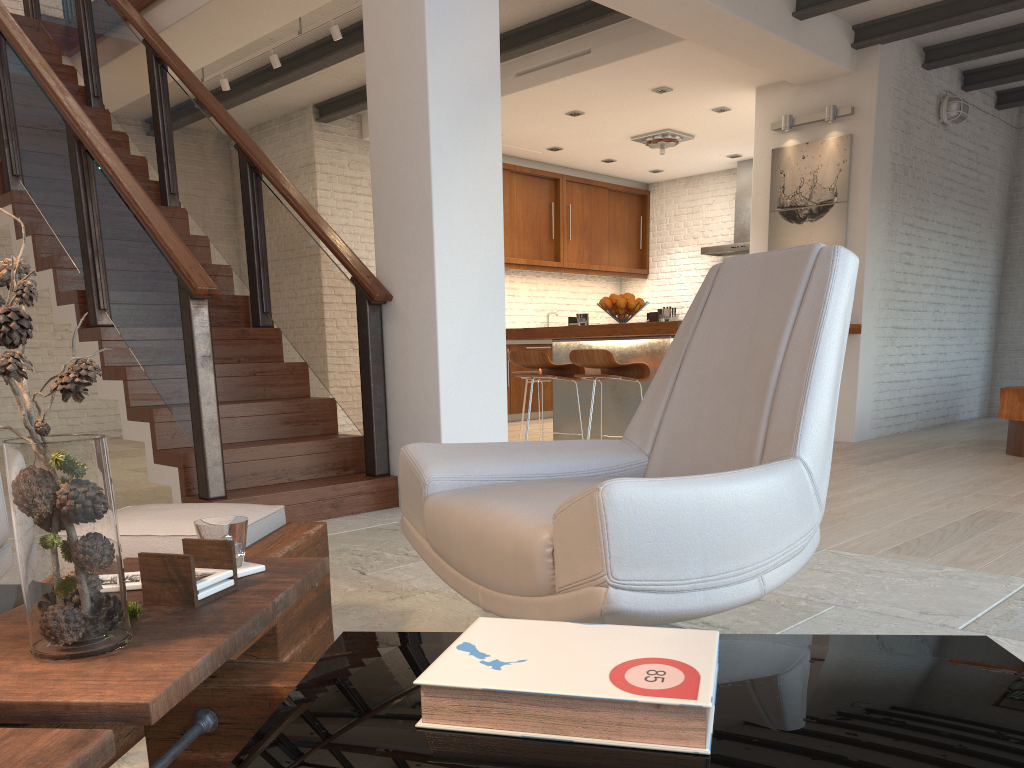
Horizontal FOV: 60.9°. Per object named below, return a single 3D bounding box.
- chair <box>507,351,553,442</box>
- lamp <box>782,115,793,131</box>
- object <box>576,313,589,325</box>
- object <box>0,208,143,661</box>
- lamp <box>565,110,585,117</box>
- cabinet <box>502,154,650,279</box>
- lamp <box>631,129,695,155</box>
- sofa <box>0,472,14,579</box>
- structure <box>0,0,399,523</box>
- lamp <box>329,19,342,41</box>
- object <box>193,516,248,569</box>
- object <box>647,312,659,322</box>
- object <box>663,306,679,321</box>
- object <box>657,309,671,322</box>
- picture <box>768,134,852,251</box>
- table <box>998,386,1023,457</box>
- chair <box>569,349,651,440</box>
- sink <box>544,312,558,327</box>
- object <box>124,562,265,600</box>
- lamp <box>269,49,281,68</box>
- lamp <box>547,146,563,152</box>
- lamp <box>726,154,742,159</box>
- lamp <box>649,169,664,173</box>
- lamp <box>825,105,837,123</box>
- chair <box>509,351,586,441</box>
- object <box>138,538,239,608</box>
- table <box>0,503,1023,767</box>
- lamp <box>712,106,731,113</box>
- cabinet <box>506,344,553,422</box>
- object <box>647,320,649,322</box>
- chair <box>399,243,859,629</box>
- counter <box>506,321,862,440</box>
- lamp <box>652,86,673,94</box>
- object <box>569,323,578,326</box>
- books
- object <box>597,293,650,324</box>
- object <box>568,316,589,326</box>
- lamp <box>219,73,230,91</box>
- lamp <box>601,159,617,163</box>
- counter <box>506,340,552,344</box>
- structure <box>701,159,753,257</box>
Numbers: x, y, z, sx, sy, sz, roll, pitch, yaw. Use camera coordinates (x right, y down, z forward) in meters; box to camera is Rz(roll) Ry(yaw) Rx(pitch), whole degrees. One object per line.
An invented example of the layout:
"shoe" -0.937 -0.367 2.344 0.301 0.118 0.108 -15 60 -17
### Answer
"chair" 0.197 0.136 6.735 0.417 0.797 0.397 9 14 44
"lamp" 2.164 -2.052 6.857 0.079 0.107 0.078 -4 9 -17
"object" 0.497 -0.452 6.149 0.090 0.087 0.089 5 9 42
"object" -0.697 0.045 1.149 0.541 0.624 0.307 1 10 15
"lamp" 0.556 -2.406 7.695 0.122 0.056 0.122 3 5 45
"cabinet" 0.427 -1.887 10.153 3.297 1.196 0.455 -4 10 -44
"lamp" 1.491 -2.360 8.636 0.446 0.175 0.444 2 5 45
"sofa" -2.033 0.383 1.333 1.144 0.774 2.275 -1 3 5
"structure" -0.498 -1.503 4.717 10.053 4.251 13.667 2 5 45
"lamp" -1.131 -2.264 5.598 0.085 0.132 0.060 -10 13 -42
"object" -0.506 0.280 1.526 0.091 0.087 0.089 -1 7 4
"object" 0.956 -0.437 5.827 0.094 0.084 0.111 -1 6 0
"object" 1.989 -0.792 11.075 0.318 0.386 0.065 6 14 43
"object" 0.992 -0.445 5.686 0.090 0.087 0.089 -5 8 -30
"picture" 2.343 -1.381 6.917 0.646 1.044 0.020 8 15 43
"table" 4.095 0.237 6.265 1.810 0.458 1.063 -3 4 -39
"chair" 0.599 0.168 5.607 0.399 0.797 0.415 9 14 44
"sink" 0.778 -0.655 10.620 0.846 0.440 0.511 -5 7 -45
"object" -0.575 0.320 1.488 0.271 0.036 0.243 -1 2 17
"lamp" -1.661 -2.272 6.111 0.085 0.132 0.060 -10 13 -42
"lamp" 0.445 -2.452 9.026 0.122 0.056 0.122 3 5 45
"lamp" 2.435 -2.512 9.544 0.122 0.056 0.122 3 5 45
"lamp" 1.697 -2.522 10.258 0.122 0.056 0.122 3 5 45
"lamp" 2.417 -2.049 6.612 0.079 0.107 0.078 -4 9 -17
"chair" 0.216 0.162 5.978 0.399 0.797 0.415 9 14 44
"object" -0.512 0.299 1.387 0.094 0.084 0.112 1 6 17
"table" -0.310 0.522 1.097 1.970 0.440 2.154 -1 2 6
"lamp" 1.844 -2.432 7.671 0.122 0.056 0.122 3 5 45
"cabinet" 1.595 -1.048 9.723 4.781 2.915 2.204 0 8 9
"object" 1.019 -0.410 5.714 0.196 0.036 0.391 -3 3 -42
"chair" 0.332 0.183 2.145 0.965 1.044 1.007 -5 8 -28
"counter" 1.255 0.042 6.600 1.668 0.944 2.462 3 6 45
"lamp" 1.216 -2.397 7.054 0.122 0.056 0.122 3 5 45
"object" 0.470 -0.417 6.235 0.284 0.036 0.202 1 3 45
"books" 0.080 0.354 1.059 0.326 0.058 0.249 -1 3 15
"object" 0.763 -0.510 6.005 0.366 0.228 0.354 0 5 10
"object" 0.480 -0.444 6.296 0.113 0.084 0.092 4 9 44
"lamp" -2.177 -2.279 6.607 0.059 0.132 0.083 2 10 15
"lamp" 1.072 -2.487 9.642 0.122 0.056 0.122 3 5 45
"counter" 1.545 -0.497 9.395 3.487 0.072 3.288 1 3 45
"structure" 2.702 -2.013 9.889 0.974 1.020 0.450 6 12 44
